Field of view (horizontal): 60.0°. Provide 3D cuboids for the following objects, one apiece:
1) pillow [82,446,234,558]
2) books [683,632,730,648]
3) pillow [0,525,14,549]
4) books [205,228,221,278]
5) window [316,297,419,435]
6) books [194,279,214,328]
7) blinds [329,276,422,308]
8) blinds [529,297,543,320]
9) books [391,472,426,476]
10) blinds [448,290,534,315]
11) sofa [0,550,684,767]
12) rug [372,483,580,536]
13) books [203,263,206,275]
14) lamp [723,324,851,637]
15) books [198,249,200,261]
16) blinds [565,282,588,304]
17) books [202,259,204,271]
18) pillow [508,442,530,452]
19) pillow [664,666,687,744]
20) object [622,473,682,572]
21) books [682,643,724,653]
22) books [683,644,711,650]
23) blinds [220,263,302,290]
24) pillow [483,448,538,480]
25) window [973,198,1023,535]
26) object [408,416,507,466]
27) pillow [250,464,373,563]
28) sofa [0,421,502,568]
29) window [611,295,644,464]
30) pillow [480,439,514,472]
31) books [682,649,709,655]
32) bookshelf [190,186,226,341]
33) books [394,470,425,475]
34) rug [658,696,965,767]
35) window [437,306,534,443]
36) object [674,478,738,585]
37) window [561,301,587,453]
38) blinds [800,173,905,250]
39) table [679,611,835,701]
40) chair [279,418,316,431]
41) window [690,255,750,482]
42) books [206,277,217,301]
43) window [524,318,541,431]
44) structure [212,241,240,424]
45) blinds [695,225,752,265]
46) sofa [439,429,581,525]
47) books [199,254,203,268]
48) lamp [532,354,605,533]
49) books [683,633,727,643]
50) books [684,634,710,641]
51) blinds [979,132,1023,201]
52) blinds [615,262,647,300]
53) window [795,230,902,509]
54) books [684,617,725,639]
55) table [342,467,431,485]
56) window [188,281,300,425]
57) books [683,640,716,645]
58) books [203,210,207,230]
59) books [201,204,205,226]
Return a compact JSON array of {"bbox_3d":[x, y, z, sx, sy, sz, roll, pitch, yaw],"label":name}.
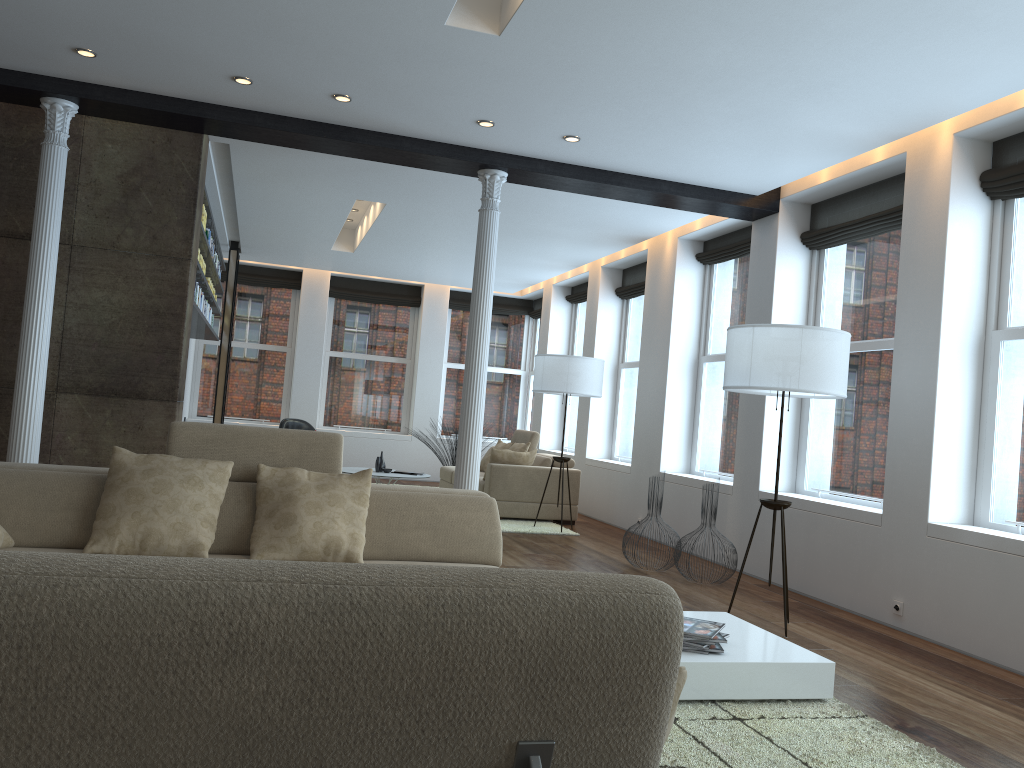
[{"bbox_3d":[-1.495,0.508,3.793,0.534,0.439,0.301,5,-2,-12],"label":"pillow"},{"bbox_3d":[0.776,1.081,3.809,0.220,0.010,0.300,3,-3,34],"label":"books"},{"bbox_3d":[-2.159,0.458,3.355,0.395,0.393,0.518,5,-2,-12],"label":"pillow"},{"bbox_3d":[-3.344,-1.350,9.670,0.242,0.237,2.981,5,-2,-16],"label":"books"},{"bbox_3d":[-2.211,-0.385,13.669,1.420,2.400,0.123,5,-2,-16],"label":"window"},{"bbox_3d":[-3.113,-0.752,8.667,0.242,0.237,2.981,5,-2,-16],"label":"books"},{"bbox_3d":[-2.100,-1.412,13.617,1.422,0.363,0.156,5,-2,-16],"label":"blinds"},{"bbox_3d":[0.526,-1.209,13.652,0.156,0.327,1.377,5,-2,-16],"label":"blinds"},{"bbox_3d":[-1.084,0.934,9.271,0.300,0.010,0.220,4,-2,19],"label":"books"},{"bbox_3d":[-0.343,-1.272,14.120,1.442,0.312,0.155,5,-2,-16],"label":"blinds"},{"bbox_3d":[-0.445,0.622,1.013,2.581,0.950,1.021,5,-2,-16],"label":"sofa"},{"bbox_3d":[-1.358,1.354,10.195,2.972,0.020,4.231,5,-2,-16],"label":"rug"},{"bbox_3d":[-3.071,-1.061,8.567,0.189,0.228,0.249,5,-2,-16],"label":"books"},{"bbox_3d":[1.551,0.552,5.185,0.698,1.728,0.698,5,-2,8],"label":"lamp"},{"bbox_3d":[-2.851,-1.069,7.800,0.189,0.224,0.345,5,-2,-16],"label":"books"},{"bbox_3d":[1.029,-1.258,11.907,0.156,0.275,1.442,5,-2,-16],"label":"blinds"},{"bbox_3d":[-2.998,-1.063,8.306,0.209,0.220,0.278,5,-2,-17],"label":"books"},{"bbox_3d":[-0.009,0.875,10.304,0.301,0.439,0.534,6,-2,-19],"label":"pillow"},{"bbox_3d":[-0.080,0.537,1.118,0.519,0.416,0.368,6,-2,-20],"label":"pillow"},{"bbox_3d":[1.110,1.059,6.940,0.458,0.781,0.458,5,-2,-17],"label":"object"},{"bbox_3d":[0.774,1.101,3.809,0.220,0.010,0.300,5,-2,4],"label":"books"},{"bbox_3d":[0.751,1.089,3.817,0.220,0.010,0.300,4,-2,19],"label":"books"},{"bbox_3d":[-3.835,-1.604,13.121,1.412,0.307,0.156,5,-2,-16],"label":"blinds"},{"bbox_3d":[-0.029,0.866,9.508,0.518,0.393,0.395,6,-2,-19],"label":"pillow"},{"bbox_3d":[3.072,-0.277,4.668,0.123,2.400,1.442,5,-2,-16],"label":"window"},{"bbox_3d":[-0.801,0.960,12.226,1.119,1.014,1.125,6,-2,-29],"label":"object"},{"bbox_3d":[-0.894,0.575,3.952,0.519,0.416,0.368,5,-2,-11],"label":"pillow"},{"bbox_3d":[-1.259,0.659,3.845,2.581,0.950,1.021,5,-2,-16],"label":"sofa"},{"bbox_3d":[1.494,-0.205,10.162,0.123,2.400,1.345,5,-2,-16],"label":"window"},{"bbox_3d":[-0.195,0.892,10.901,0.368,0.416,0.519,6,-2,-20],"label":"pillow"},{"bbox_3d":[0.750,1.108,3.816,0.220,0.010,0.300,4,-2,19],"label":"books"},{"bbox_3d":[-3.237,-1.064,8.994,0.400,0.942,4.804,5,-2,-16],"label":"bookshelf"},{"bbox_3d":[-1.075,0.927,9.295,0.300,0.010,0.220,5,-2,-1],"label":"books"},{"bbox_3d":[-0.523,1.145,2.682,4.231,0.020,2.972,5,-2,-16],"label":"rug"},{"bbox_3d":[-0.441,-0.218,14.168,1.474,2.400,0.123,5,-2,-16],"label":"window"},{"bbox_3d":[1.447,1.072,6.551,0.458,0.781,0.458,5,-2,-17],"label":"object"},{"bbox_3d":[0.999,-0.182,11.887,0.123,2.400,1.444,5,-2,-16],"label":"window"},{"bbox_3d":[2.575,-1.271,6.450,0.183,0.395,1.431,5,-2,-16],"label":"blinds"},{"bbox_3d":[0.785,1.208,3.996,0.900,0.170,0.900,5,-2,-16],"label":"table"},{"bbox_3d":[-2.668,0.877,11.533,0.810,0.818,0.669,6,-3,-36],"label":"chair"},{"bbox_3d":[2.065,-0.231,8.174,0.123,2.400,1.391,5,-2,-16],"label":"window"},{"bbox_3d":[-3.580,-1.048,10.268,0.242,0.237,1.489,5,-2,-16],"label":"books"},{"bbox_3d":[4.648,1.081,21.212,34.761,17.917,13.698,5,-2,-16],"label":"window"},{"bbox_3d":[-3.789,-0.320,11.684,0.120,3.059,0.600,5,-2,-16],"label":"structure"},{"bbox_3d":[2.095,-1.306,8.198,0.156,0.275,1.396,5,-2,-16],"label":"blinds"},{"bbox_3d":[-0.102,1.006,10.540,1.018,0.950,2.581,5,-2,-16],"label":"sofa"},{"bbox_3d":[-2.929,-1.068,8.072,0.189,0.228,0.249,5,-2,-16],"label":"books"},{"bbox_3d":[0.506,0.599,8.827,0.698,1.728,0.698,5,-2,8],"label":"lamp"},{"bbox_3d":[0.778,1.062,3.810,0.220,0.010,0.300,5,-2,-1],"label":"books"},{"bbox_3d":[0.755,1.051,3.819,0.220,0.010,0.300,4,-2,19],"label":"books"},{"bbox_3d":[3.097,-1.287,4.687,0.156,0.424,1.439,5,-2,-16],"label":"blinds"},{"bbox_3d":[1.519,-1.221,10.183,0.156,0.393,1.342,5,-2,-16],"label":"blinds"},{"bbox_3d":[2.565,-0.254,6.433,0.123,2.400,1.432,5,-2,-16],"label":"window"},{"bbox_3d":[0.779,1.043,3.811,0.220,0.010,0.300,4,-2,24],"label":"books"},{"bbox_3d":[-1.368,1.110,9.202,1.022,0.393,1.022,4,-2,28],"label":"table"},{"bbox_3d":[-3.954,-0.550,13.171,1.420,2.400,0.123,5,-2,-16],"label":"window"},{"bbox_3d":[0.753,1.070,3.818,0.220,0.010,0.300,4,-2,9],"label":"books"},{"bbox_3d":[-2.699,-1.361,7.514,0.189,0.228,0.249,5,-2,-16],"label":"books"},{"bbox_3d":[-2.627,-1.364,7.254,0.209,0.220,0.278,5,-2,-17],"label":"books"}]
